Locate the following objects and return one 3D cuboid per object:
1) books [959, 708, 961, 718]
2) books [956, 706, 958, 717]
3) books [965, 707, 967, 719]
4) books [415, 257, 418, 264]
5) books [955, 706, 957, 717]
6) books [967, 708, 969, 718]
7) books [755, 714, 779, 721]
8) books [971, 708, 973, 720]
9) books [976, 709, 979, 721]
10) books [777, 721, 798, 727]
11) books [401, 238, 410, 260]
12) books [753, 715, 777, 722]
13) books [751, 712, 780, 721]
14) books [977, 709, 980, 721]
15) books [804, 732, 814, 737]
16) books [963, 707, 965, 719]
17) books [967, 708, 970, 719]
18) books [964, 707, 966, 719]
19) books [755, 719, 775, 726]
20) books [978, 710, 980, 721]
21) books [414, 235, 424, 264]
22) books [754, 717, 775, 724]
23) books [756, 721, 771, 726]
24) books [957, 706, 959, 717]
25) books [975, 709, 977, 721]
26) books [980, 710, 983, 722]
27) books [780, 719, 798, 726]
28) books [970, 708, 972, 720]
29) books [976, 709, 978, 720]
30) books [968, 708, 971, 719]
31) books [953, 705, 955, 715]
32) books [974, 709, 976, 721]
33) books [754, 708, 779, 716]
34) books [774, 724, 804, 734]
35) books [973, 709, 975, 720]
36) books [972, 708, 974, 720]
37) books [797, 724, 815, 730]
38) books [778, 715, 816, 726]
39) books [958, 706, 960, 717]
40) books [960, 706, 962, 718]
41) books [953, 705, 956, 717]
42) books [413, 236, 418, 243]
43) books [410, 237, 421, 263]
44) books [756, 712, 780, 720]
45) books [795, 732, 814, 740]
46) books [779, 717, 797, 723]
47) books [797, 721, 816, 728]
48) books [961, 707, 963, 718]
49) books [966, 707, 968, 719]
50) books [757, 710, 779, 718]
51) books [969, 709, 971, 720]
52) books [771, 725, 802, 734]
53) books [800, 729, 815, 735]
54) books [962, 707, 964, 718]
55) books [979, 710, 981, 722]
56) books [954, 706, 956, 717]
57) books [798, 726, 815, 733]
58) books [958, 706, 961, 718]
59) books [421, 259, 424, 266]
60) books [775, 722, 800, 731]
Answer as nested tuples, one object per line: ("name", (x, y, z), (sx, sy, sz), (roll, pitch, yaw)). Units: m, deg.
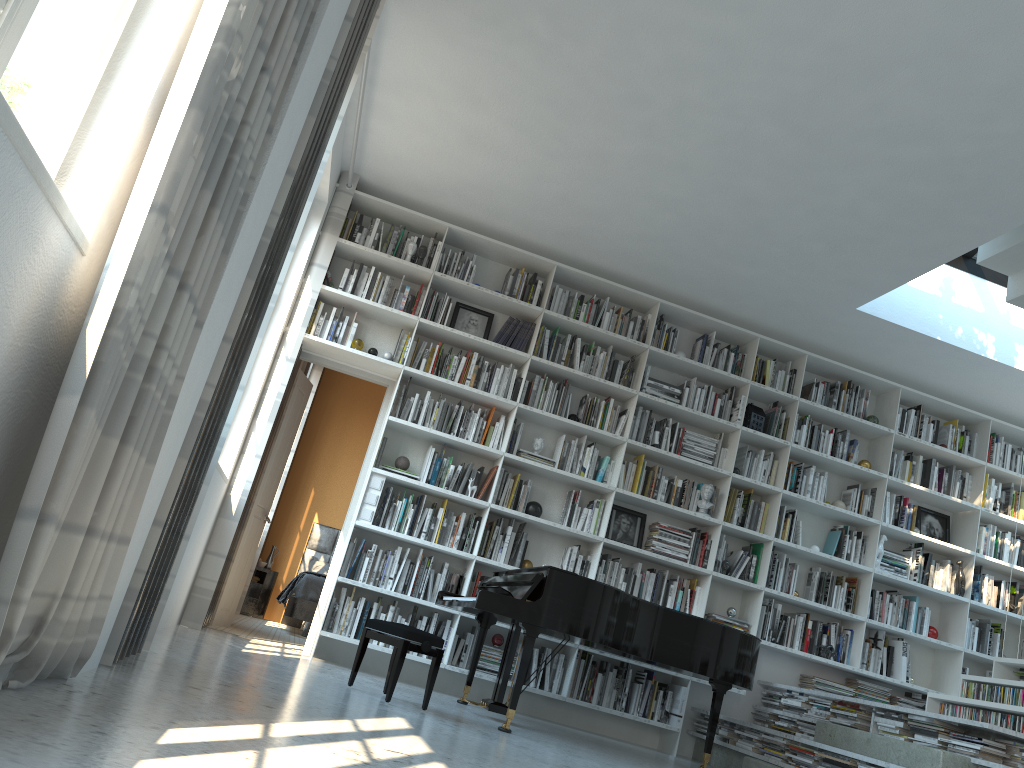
("books", (2.878, 2.112, 5.593), (0.125, 0.125, 0.007), (18, -16, -9))
("books", (2.871, 2.119, 5.621), (0.125, 0.125, 0.007), (18, -16, -9))
("books", (2.889, 2.102, 5.548), (0.125, 0.125, 0.009), (18, -16, -9))
("books", (-0.697, -0.893, 6.513), (0.023, 0.204, 0.146), (18, -16, -9))
("books", (2.869, 2.121, 5.628), (0.125, 0.125, 0.007), (18, -16, -9))
("books", (2.893, 2.099, 5.534), (0.125, 0.125, 0.007), (18, -16, -9))
("books", (1.873, 2.412, 6.379), (0.152, 0.005, 0.243), (17, -16, -5))
("books", (2.902, 2.090, 5.496), (0.125, 0.125, 0.009), (18, -16, -9))
("books", (2.912, 2.080, 5.453), (0.125, 0.125, 0.008), (18, -16, -9))
("books", (1.946, 2.348, 6.082), (0.159, 0.009, 0.229), (18, -16, -8))
("books", (-0.796, -0.937, 6.497), (0.021, 0.225, 0.156), (18, -16, -9))
("books", (1.873, 2.421, 6.377), (0.159, 0.012, 0.279), (19, -17, -10))
("books", (1.865, 2.403, 6.379), (0.184, 0.006, 0.263), (18, -16, -8))
("books", (2.914, 2.078, 5.446), (0.125, 0.125, 0.007), (18, -16, -9))
("books", (2.016, 2.307, 5.781), (0.138, 0.014, 0.215), (17, -16, -5))
("books", (2.885, 2.105, 5.563), (0.125, 0.125, 0.007), (18, -16, -9))
("books", (2.894, 2.097, 5.526), (0.125, 0.125, 0.009), (18, -16, -9))
("books", (2.887, 2.104, 5.556), (0.125, 0.125, 0.008), (18, -16, -9))
("books", (1.874, 2.446, 6.372), (0.147, 0.014, 0.293), (18, -17, -9))
("books", (2.916, 2.076, 5.439), (0.125, 0.125, 0.007), (18, -16, -9))
("books", (-0.704, -0.938, 6.526), (0.013, 0.291, 0.155), (18, -16, -9))
("books", (1.867, 2.431, 6.373), (0.170, 0.012, 0.215), (18, -17, -9))
("books", (1.863, 2.452, 6.368), (0.144, 0.005, 0.258), (17, -16, -4))
("books", (2.873, 2.117, 5.614), (0.125, 0.125, 0.007), (18, -16, -9))
("books", (2.909, 2.083, 5.468), (0.125, 0.125, 0.009), (18, -16, -9))
("books", (2.919, 2.073, 5.424), (0.125, 0.125, 0.010), (18, -16, -9))
("books", (1.956, 2.338, 6.087), (0.137, 0.018, 0.201), (19, -17, -13))
("books", (2.900, 2.091, 5.504), (0.125, 0.125, 0.008), (18, -16, -9))
("books", (2.911, 2.081, 5.460), (0.125, 0.125, 0.007), (18, -16, -9))
("books", (2.896, 2.095, 5.518), (0.125, 0.125, 0.008), (18, -16, -9))
("books", (2.864, 2.126, 5.651), (0.125, 0.125, 0.008), (18, -16, -9))
("books", (2.907, 2.085, 5.475), (0.125, 0.125, 0.008), (18, -16, -9))
("books", (1.876, 2.375, 6.388), (0.174, 0.009, 0.240), (18, -16, -7))
("books", (1.939, 2.374, 6.075), (0.160, 0.014, 0.268), (19, -17, -10))
("books", (2.905, 2.086, 5.481), (0.125, 0.125, 0.007), (18, -16, -9))
("books", (2.904, 2.088, 5.489), (0.125, 0.125, 0.008), (18, -16, -9))
("books", (2.012, 2.265, 5.790), (0.178, 0.009, 0.277), (18, -16, -8))
("books", (1.959, 2.314, 6.093), (0.149, 0.014, 0.229), (19, -17, -11))
("books", (2.875, 2.116, 5.607), (0.125, 0.125, 0.008), (18, -16, -9))
("books", (2.880, 2.111, 5.586), (0.125, 0.125, 0.008), (18, -16, -9))
("books", (2.866, 2.124, 5.643), (0.125, 0.125, 0.008), (18, -16, -9))
("books", (-0.748, -0.936, 6.505), (0.021, 0.252, 0.179), (18, -16, -9))
("books", (-0.724, -0.932, 6.507), (0.027, 0.258, 0.147), (18, -16, -9))
("books", (1.874, 2.399, 6.382), (0.160, 0.009, 0.211), (17, -16, -5))
("books", (1.986, 2.319, 5.771), (0.189, 0.028, 0.202), (20, -17, -14))
("books", (1.954, 2.324, 6.090), (0.144, 0.009, 0.250), (17, -16, -5))
("books", (2.011, 2.251, 5.792), (0.181, 0.017, 0.250), (19, -17, -12))
("books", (2.882, 2.109, 5.578), (0.125, 0.125, 0.009), (18, -16, -9))
("books", (2.891, 2.100, 5.541), (0.125, 0.125, 0.008), (18, -16, -9))
("books", (1.879, 2.388, 6.386), (0.152, 0.015, 0.208), (17, -16, -4))
("books", (2.898, 2.093, 5.511), (0.125, 0.125, 0.009), (18, -16, -9))
("books", (1.919, 2.379, 6.069), (0.187, 0.009, 0.261), (17, -16, -6))
("books", (2.014, 2.293, 5.784), (0.161, 0.012, 0.254), (18, -16, -8))
("books", (2.884, 2.107, 5.570), (0.125, 0.125, 0.007), (18, -16, -9))
("books", (2.918, 2.074, 5.432), (0.125, 0.125, 0.007), (18, -16, -9))
("books", (2.868, 2.122, 5.635), (0.125, 0.125, 0.008), (18, -16, -9))
("books", (2.013, 2.278, 5.787), (0.156, 0.017, 0.263), (19, -17, -13))
("books", (2.876, 2.114, 5.600), (0.125, 0.125, 0.008), (18, -16, -9))
("books", (-0.675, -0.877, 6.512), (0.028, 0.184, 0.168), (18, -16, -9))
("books", (1.931, 2.356, 6.077), (0.180, 0.016, 0.183), (19, -17, -12))
